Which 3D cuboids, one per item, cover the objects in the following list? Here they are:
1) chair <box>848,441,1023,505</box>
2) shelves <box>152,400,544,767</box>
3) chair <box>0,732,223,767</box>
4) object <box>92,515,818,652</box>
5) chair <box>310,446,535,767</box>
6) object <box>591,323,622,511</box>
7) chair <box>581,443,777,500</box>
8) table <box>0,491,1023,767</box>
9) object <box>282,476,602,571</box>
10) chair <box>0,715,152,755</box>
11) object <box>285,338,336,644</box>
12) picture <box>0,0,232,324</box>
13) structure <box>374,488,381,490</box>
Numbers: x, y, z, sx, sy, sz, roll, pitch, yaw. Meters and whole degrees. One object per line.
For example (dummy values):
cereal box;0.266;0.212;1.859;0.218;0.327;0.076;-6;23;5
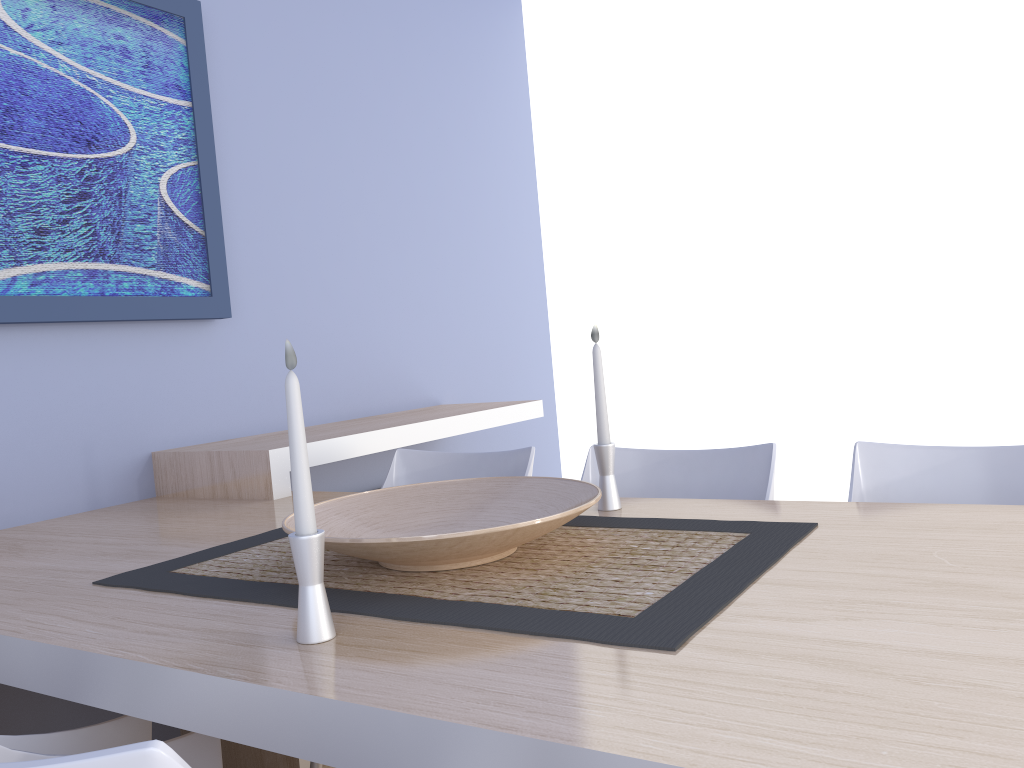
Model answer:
chair;0.807;0.510;1.512;0.510;0.793;0.486;-4;3;33
shelves;-1.099;0.642;1.740;0.463;0.840;3.901;-4;3;33
chair;-0.292;0.630;0.862;0.510;0.793;0.486;-4;3;33
object;-0.096;0.267;1.395;0.986;0.005;0.594;-4;3;32
chair;-0.184;0.571;2.155;0.510;0.793;0.486;-4;3;33
object;0.168;0.060;1.658;0.045;0.349;0.045;-4;3;33
chair;0.308;0.540;1.835;0.510;0.793;0.486;-3;3;34
table;-0.159;0.633;1.459;2.340;0.718;1.002;-4;3;33
object;-0.104;0.226;1.391;0.493;0.081;0.493;-7;3;-38
chair;-0.774;0.660;1.174;0.510;0.793;0.486;-4;3;33
object;-0.242;0.120;1.021;0.045;0.349;0.045;-6;2;-15
picture;-1.204;-0.589;2.028;0.049;0.901;1.252;-4;3;33
structure;-1.207;0.731;1.898;0.064;0.503;3.843;-4;3;33
